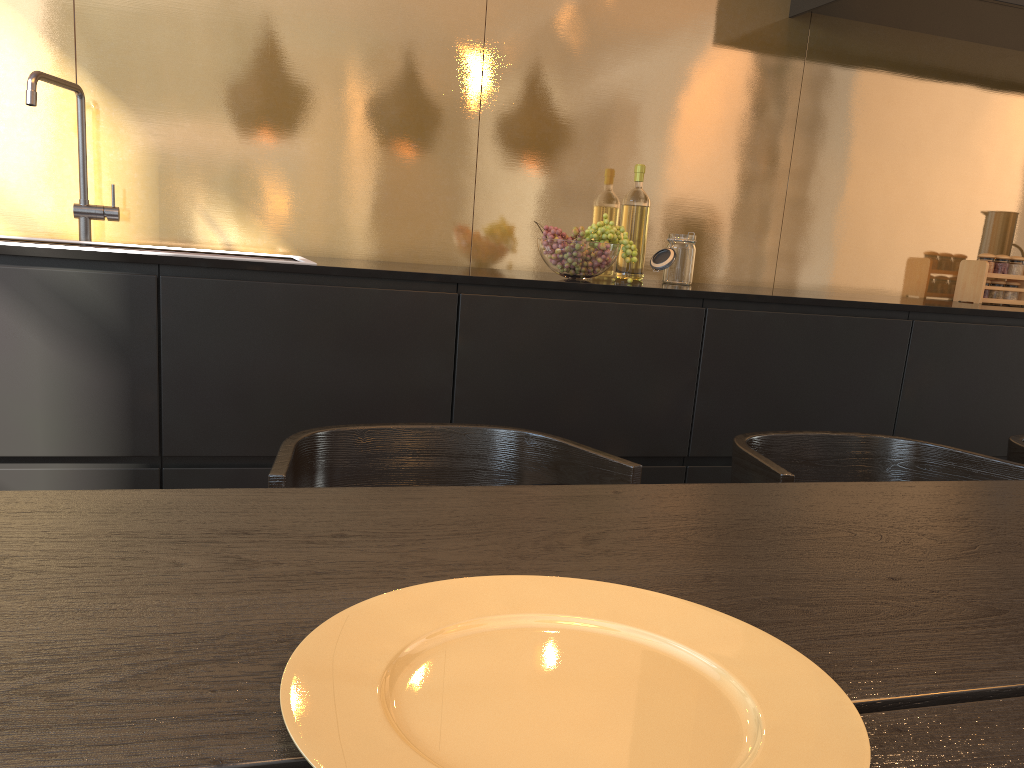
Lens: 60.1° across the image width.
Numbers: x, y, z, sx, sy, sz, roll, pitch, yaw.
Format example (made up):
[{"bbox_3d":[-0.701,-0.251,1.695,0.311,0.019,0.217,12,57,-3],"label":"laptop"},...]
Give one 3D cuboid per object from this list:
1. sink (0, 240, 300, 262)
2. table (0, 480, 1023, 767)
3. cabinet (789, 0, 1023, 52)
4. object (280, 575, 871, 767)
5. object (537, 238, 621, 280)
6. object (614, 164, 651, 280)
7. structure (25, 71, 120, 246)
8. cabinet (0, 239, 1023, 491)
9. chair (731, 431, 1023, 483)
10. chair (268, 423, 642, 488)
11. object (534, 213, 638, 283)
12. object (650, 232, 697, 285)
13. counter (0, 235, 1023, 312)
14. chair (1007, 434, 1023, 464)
[{"bbox_3d":[0.263,-0.305,2.419,3.415,0.247,0.475,1,10,-19],"label":"sink"},{"bbox_3d":[0.673,0.563,0.815,2.501,0.690,1.090,1,10,-18],"label":"table"},{"bbox_3d":[1.921,-1.615,2.763,1.956,1.067,0.523,1,12,-18],"label":"cabinet"},{"bbox_3d":[0.036,0.194,0.561,0.356,0.017,0.350,2,9,-15],"label":"object"},{"bbox_3d":[0.171,-0.323,2.306,0.217,0.098,0.217,10,11,29],"label":"object"},{"bbox_3d":[0.373,-0.492,2.696,0.091,0.345,0.091,14,16,38],"label":"object"},{"bbox_3d":[-1.039,-0.523,2.114,0.109,0.391,0.262,4,12,-2],"label":"structure"},{"bbox_3d":[0.340,0.157,2.604,5.064,0.914,0.721,2,12,-18],"label":"cabinet"},{"bbox_3d":[0.593,0.460,1.469,0.593,0.681,0.512,0,12,-20],"label":"chair"},{"bbox_3d":[-0.091,0.437,1.276,0.593,0.681,0.512,0,12,-22],"label":"chair"},{"bbox_3d":[0.188,-0.358,2.288,0.239,0.175,0.175,-2,13,-33],"label":"object"},{"bbox_3d":[0.479,-0.371,2.590,0.176,0.154,0.087,-5,15,-40],"label":"object"},{"bbox_3d":[0.374,-0.287,2.503,5.061,0.002,0.721,2,9,-18],"label":"counter"},{"bbox_3d":[1.172,0.476,1.657,0.593,0.681,0.512,1,12,-18],"label":"chair"}]
